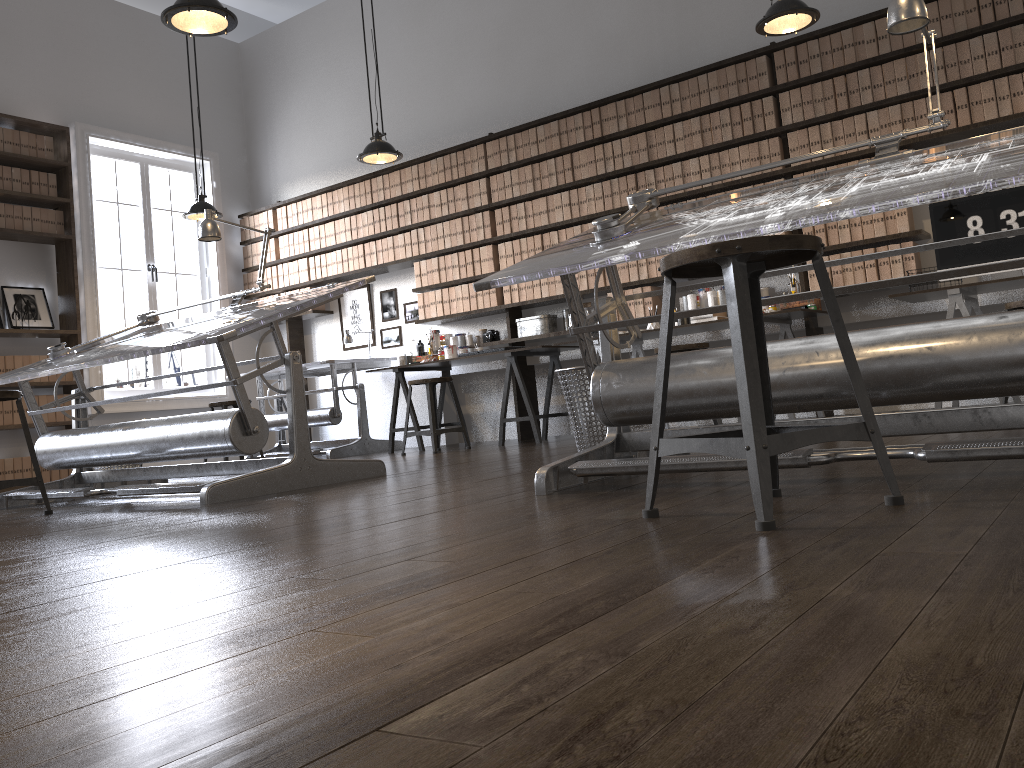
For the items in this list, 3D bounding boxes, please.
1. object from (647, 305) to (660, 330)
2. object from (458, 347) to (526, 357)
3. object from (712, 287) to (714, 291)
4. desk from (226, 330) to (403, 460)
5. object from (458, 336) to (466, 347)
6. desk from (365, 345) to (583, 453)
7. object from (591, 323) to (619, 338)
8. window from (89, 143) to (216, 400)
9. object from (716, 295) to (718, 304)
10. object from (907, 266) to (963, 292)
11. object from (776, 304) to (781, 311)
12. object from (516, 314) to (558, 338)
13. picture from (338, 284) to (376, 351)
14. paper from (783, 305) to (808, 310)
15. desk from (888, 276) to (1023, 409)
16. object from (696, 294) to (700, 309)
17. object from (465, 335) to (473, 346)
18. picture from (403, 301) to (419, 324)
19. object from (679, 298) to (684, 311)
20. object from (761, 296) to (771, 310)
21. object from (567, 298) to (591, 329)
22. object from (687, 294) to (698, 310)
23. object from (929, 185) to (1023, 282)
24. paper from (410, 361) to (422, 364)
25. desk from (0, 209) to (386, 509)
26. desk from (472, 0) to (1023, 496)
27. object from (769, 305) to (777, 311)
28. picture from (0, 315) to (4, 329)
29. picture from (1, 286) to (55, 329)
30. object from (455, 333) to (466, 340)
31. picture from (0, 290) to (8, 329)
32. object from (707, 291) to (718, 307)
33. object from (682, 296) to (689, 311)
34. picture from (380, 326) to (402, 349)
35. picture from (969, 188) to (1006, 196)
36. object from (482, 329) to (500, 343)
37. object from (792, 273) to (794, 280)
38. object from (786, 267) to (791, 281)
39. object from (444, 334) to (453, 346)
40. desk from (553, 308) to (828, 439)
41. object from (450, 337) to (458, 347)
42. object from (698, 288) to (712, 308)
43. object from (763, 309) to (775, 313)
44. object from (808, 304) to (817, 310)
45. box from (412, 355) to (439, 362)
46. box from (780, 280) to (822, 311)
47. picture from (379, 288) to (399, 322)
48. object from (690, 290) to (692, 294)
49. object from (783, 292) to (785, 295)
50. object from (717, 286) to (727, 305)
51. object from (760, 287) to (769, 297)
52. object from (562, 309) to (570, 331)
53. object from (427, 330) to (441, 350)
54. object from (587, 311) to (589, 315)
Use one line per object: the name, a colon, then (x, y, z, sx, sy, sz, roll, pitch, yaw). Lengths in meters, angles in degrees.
object: (0.981, -0.438, 6.149, 0.101, 0.210, 0.101, -5, -4, -10)
object: (-0.134, -0.232, 6.519, 0.444, 0.034, 0.312, -7, -2, 35)
object: (1.388, -0.594, 6.066, 0.029, 0.169, 0.004, -3, -5, -33)
desk: (-1.624, 0.078, 7.664, 1.264, 1.102, 1.071, -8, -4, 35)
object: (-0.414, -0.347, 7.291, 0.062, 0.094, 0.063, -7, -4, 21)
desk: (-0.257, 0.139, 6.741, 1.662, 0.672, 0.655, -7, -3, 35)
object: (0.610, -0.376, 6.257, 0.203, 0.161, 0.284, -7, -3, 35)
window: (-3.328, -0.992, 8.150, 0.152, 2.319, 1.244, -9, -5, 35)
object: (1.409, -0.558, 6.079, 0.054, 0.102, 0.053, -2, -5, -38)
object: (2.432, -0.586, 5.092, 0.283, 0.161, 0.203, -7, -3, 27)
object: (1.687, -0.464, 5.565, 0.060, 0.089, 0.059, -9, -5, 39)
object: (0.196, -0.447, 6.923, 0.316, 0.153, 0.193, -7, -3, 34)
picture: (-1.449, -0.615, 8.245, 0.413, 0.577, 0.040, -8, -5, 35)
paper: (1.679, -0.446, 5.335, 0.137, 0.038, 0.154, -4, -2, -40)
desk: (2.917, -0.233, 4.518, 1.662, 0.672, 0.655, -7, -3, 35)
object: (1.276, -0.557, 6.137, 0.045, 0.128, 0.044, -9, -5, 35)
object: (-0.350, -0.354, 7.274, 0.061, 0.095, 0.062, -7, -4, 21)
picture: (-0.858, -0.640, 7.841, 0.250, 0.184, 0.023, -7, -5, 35)
object: (1.211, -0.548, 6.219, 0.062, 0.120, 0.061, -5, -4, -14)
object: (1.595, -0.480, 5.599, 0.104, 0.142, 0.104, -9, -5, 42)
object: (0.501, -0.542, 6.722, 0.181, 0.273, 0.156, -7, -4, 19)
object: (1.241, -0.554, 6.086, 0.062, 0.120, 0.061, -5, -4, -5)
object: (2.672, -0.794, 4.853, 0.641, 0.520, 0.204, -8, -5, 35)
paper: (-0.755, -0.160, 7.040, 0.154, 0.038, 0.137, -6, -2, 20)
desk: (-1.708, -0.155, 4.375, 2.272, 1.392, 1.076, -7, -4, 35)
desk: (1.016, -0.475, 2.467, 2.061, 1.392, 1.076, -7, -4, 35)
object: (1.628, -0.471, 5.528, 0.049, 0.112, 0.049, -9, -5, 38)
picture: (-4.177, -0.548, 6.962, 0.126, 0.291, 0.289, -8, -4, 35)
picture: (-3.980, -0.627, 7.280, 0.160, 0.366, 0.343, -8, -4, 35)
object: (-0.426, -0.356, 7.419, 0.094, 0.128, 0.094, -4, -4, -25)
picture: (-4.221, -0.578, 6.978, 0.095, 0.362, 0.434, -9, -4, 35)
object: (1.360, -0.568, 6.007, 0.062, 0.120, 0.061, -6, -4, 3)
object: (1.221, -0.550, 6.153, 0.063, 0.118, 0.062, -5, -4, -14)
picture: (-1.090, -0.419, 8.002, 0.250, 0.184, 0.023, -7, -5, 35)
picture: (2.814, -1.230, 5.273, 0.200, 0.286, 0.022, -8, -5, 34)
object: (-0.180, -0.383, 7.140, 0.170, 0.109, 0.091, -7, -4, 35)
object: (1.744, -0.608, 5.484, 0.021, 0.181, 0.005, -2, -6, -36)
object: (1.733, -0.622, 5.503, 0.055, 0.215, 0.007, -9, -6, 41)
object: (-0.528, -0.355, 7.442, 0.070, 0.131, 0.070, -4, -4, -17)
desk: (1.177, -0.029, 5.737, 1.662, 0.672, 0.655, -7, -3, 35)
object: (-0.478, -0.341, 7.319, 0.061, 0.095, 0.062, -7, -4, 21)
object: (1.343, -0.579, 6.129, 0.094, 0.162, 0.094, -8, -5, 31)
object: (1.559, -0.437, 5.393, 0.197, 0.051, 0.132, -6, -2, 6)
object: (1.805, -0.460, 5.323, 0.049, 0.037, 0.049, -8, -4, 38)
box: (-0.682, -0.190, 7.177, 0.211, 0.083, 0.137, -7, -3, 35)
box: (1.772, -0.540, 5.459, 0.211, 0.208, 0.137, -8, -4, 35)
picture: (-1.109, -0.713, 8.021, 0.200, 0.286, 0.022, -8, -5, 34)
object: (1.275, -0.579, 6.205, 0.040, 0.169, 0.009, -9, -6, 38)
object: (1.702, -0.499, 5.550, 0.032, 0.148, 0.005, -9, -6, 34)
object: (1.454, -0.592, 6.064, 0.094, 0.162, 0.205, -8, -4, 36)
object: (1.684, -0.592, 5.909, 0.062, 0.096, 0.061, -4, -4, -23)
object: (0.435, -0.483, 6.863, 0.078, 0.189, 0.078, -7, -4, 14)
object: (-0.656, -0.361, 7.442, 0.106, 0.177, 0.107, -8, -5, 37)
object: (0.578, -0.481, 6.594, 0.028, 0.127, 0.004, -8, -5, 33)
